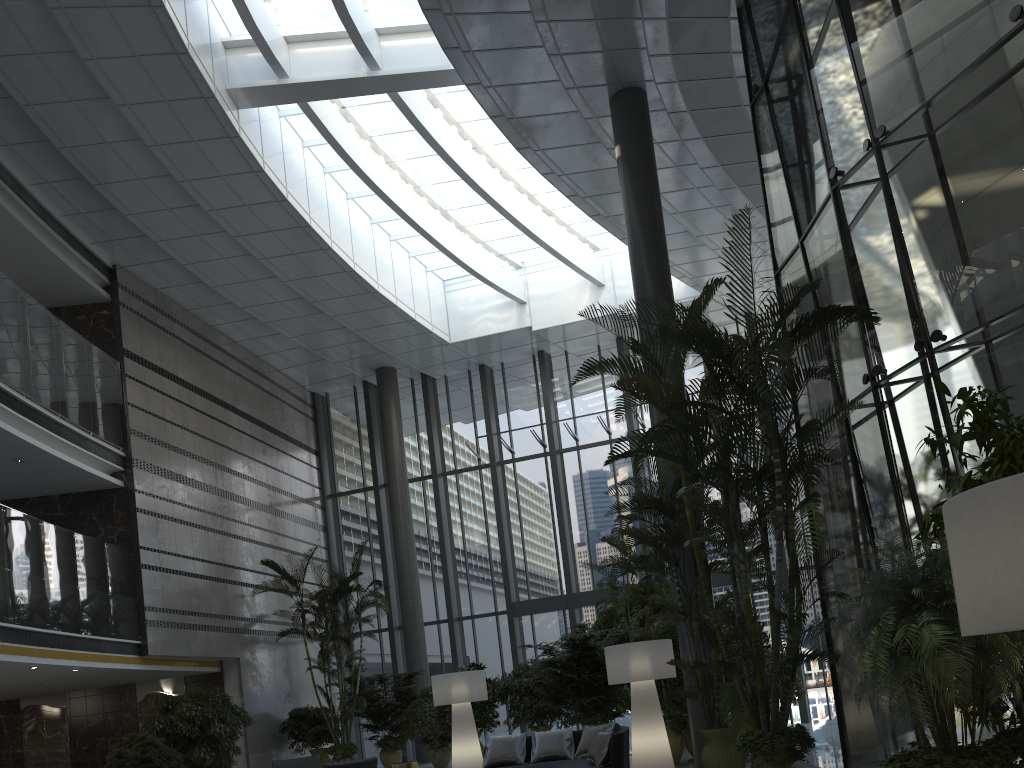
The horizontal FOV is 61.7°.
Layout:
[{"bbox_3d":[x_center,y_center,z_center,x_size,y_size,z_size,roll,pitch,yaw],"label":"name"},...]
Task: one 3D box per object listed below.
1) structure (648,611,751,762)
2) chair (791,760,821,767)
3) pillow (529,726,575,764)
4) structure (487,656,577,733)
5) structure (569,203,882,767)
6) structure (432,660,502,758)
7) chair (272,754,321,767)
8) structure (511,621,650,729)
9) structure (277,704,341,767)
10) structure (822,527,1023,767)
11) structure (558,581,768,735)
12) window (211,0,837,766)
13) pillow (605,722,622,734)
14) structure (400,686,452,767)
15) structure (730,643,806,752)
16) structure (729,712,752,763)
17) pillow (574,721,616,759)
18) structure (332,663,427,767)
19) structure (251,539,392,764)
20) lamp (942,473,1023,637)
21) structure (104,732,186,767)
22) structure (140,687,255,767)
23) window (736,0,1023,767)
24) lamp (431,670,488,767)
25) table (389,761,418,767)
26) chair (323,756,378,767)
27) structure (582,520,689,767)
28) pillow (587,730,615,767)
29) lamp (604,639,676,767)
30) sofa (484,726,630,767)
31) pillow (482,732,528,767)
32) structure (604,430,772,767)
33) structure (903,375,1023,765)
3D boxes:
[{"bbox_3d":[2.553,4.251,12.093,1.606,2.054,1.606,0,-12,-33],"label":"structure"},{"bbox_3d":[1.147,2.115,3.914,0.727,0.645,0.761,-6,-13,-1],"label":"chair"},{"bbox_3d":[0.495,4.335,10.279,0.611,0.388,0.310,-12,-11,17],"label":"pillow"},{"bbox_3d":[0.542,5.795,15.330,1.685,1.823,2.059,4,-17,-42],"label":"structure"},{"bbox_3d":[1.851,1.195,7.000,2.439,4.501,2.628,-6,-8,-5],"label":"structure"},{"bbox_3d":[-0.768,6.010,15.587,1.261,1.900,1.417,-14,-13,39],"label":"structure"},{"bbox_3d":[-3.009,5.633,12.141,0.731,0.645,0.758,-2,-14,-21],"label":"chair"},{"bbox_3d":[1.155,4.851,13.560,2.226,2.243,2.459,-7,-13,1],"label":"structure"},{"bbox_3d":[-3.963,7.134,17.044,1.426,1.492,1.160,1,-13,-33],"label":"structure"},{"bbox_3d":[2.128,1.565,4.170,0.979,1.711,0.953,-6,-8,-3],"label":"structure"},{"bbox_3d":[2.580,4.849,14.880,3.796,2.849,3.312,-14,-15,26],"label":"structure"},{"bbox_3d":[-1.728,0.612,11.618,13.697,9.623,19.474,-14,-18,27],"label":"window"},{"bbox_3d":[1.031,3.874,9.234,0.361,0.433,0.665,-6,-15,-3],"label":"pillow"},{"bbox_3d":[-1.380,6.498,16.237,1.450,1.550,1.655,-3,-13,-18],"label":"structure"},{"bbox_3d":[3.528,4.571,12.578,1.450,1.550,1.655,-3,-13,-18],"label":"structure"},{"bbox_3d":[2.924,4.618,11.181,0.443,0.614,0.463,-10,-11,18],"label":"structure"},{"bbox_3d":[0.958,4.138,9.939,0.293,0.397,0.647,0,-17,-32],"label":"pillow"},{"bbox_3d":[-2.525,6.663,17.257,1.863,2.213,1.947,-6,-11,-1],"label":"structure"},{"bbox_3d":[-3.426,5.287,16.431,2.532,4.503,2.530,-10,-9,20],"label":"structure"},{"bbox_3d":[1.974,1.122,2.782,0.848,1.616,0.860,-3,-9,-25],"label":"lamp"},{"bbox_3d":[-5.442,5.791,12.634,1.209,1.280,1.217,-13,-13,26],"label":"structure"},{"bbox_3d":[-5.149,5.984,14.135,2.084,1.903,1.662,6,-17,-44],"label":"structure"},{"bbox_3d":[5.656,0.484,10.852,4.224,7.641,16.200,-9,-17,15],"label":"window"},{"bbox_3d":[-0.747,5.299,13.262,0.842,1.616,0.866,-12,-9,32],"label":"lamp"},{"bbox_3d":[-1.360,5.079,10.928,0.441,0.479,0.464,-7,-12,1],"label":"table"},{"bbox_3d":[-1.986,4.704,9.943,0.744,0.645,0.744,5,-18,-40],"label":"chair"},{"bbox_3d":[1.810,3.524,11.690,1.411,3.347,1.261,-7,-6,0],"label":"structure"},{"bbox_3d":[0.929,3.772,8.864,0.275,0.354,0.595,-5,-16,-11],"label":"pillow"},{"bbox_3d":[1.645,4.005,10.514,0.848,1.616,0.860,-3,-9,-25],"label":"lamp"},{"bbox_3d":[0.401,4.271,9.519,1.921,0.674,2.117,-9,-19,8],"label":"sofa"},{"bbox_3d":[-0.087,4.447,10.396,0.610,0.388,0.310,-10,-11,13],"label":"pillow"},{"bbox_3d":[1.884,2.305,8.759,1.648,3.604,2.125,-7,-8,-1],"label":"structure"},{"bbox_3d":[2.818,1.190,4.655,1.142,2.626,1.082,-5,-7,-12],"label":"structure"}]
